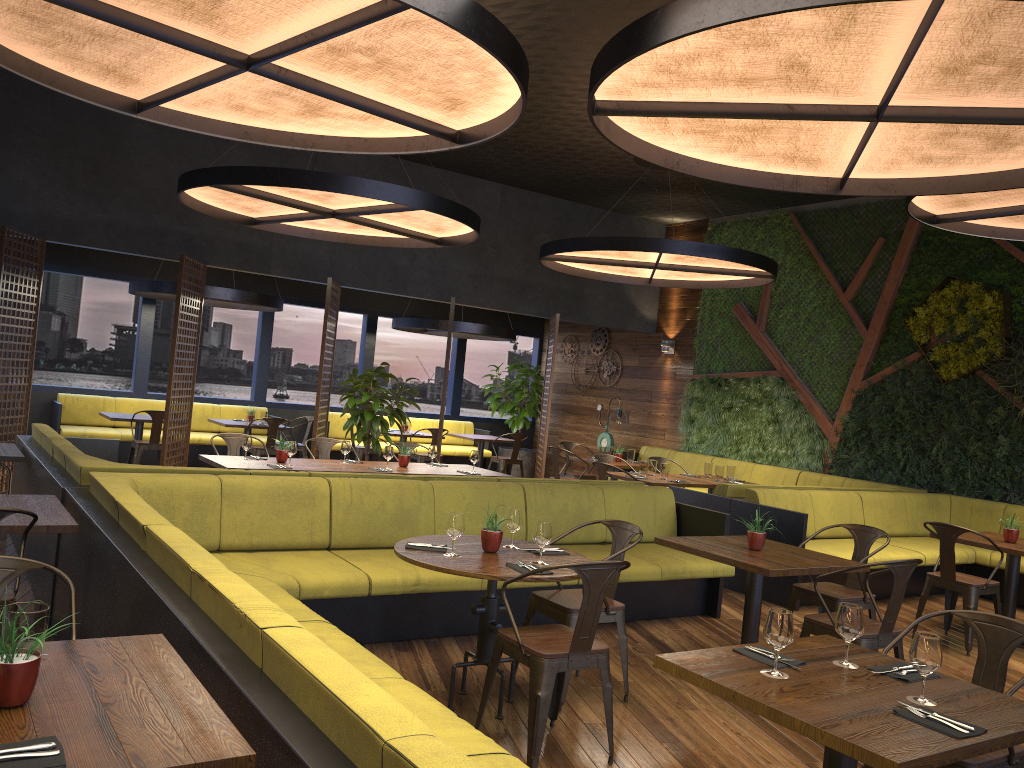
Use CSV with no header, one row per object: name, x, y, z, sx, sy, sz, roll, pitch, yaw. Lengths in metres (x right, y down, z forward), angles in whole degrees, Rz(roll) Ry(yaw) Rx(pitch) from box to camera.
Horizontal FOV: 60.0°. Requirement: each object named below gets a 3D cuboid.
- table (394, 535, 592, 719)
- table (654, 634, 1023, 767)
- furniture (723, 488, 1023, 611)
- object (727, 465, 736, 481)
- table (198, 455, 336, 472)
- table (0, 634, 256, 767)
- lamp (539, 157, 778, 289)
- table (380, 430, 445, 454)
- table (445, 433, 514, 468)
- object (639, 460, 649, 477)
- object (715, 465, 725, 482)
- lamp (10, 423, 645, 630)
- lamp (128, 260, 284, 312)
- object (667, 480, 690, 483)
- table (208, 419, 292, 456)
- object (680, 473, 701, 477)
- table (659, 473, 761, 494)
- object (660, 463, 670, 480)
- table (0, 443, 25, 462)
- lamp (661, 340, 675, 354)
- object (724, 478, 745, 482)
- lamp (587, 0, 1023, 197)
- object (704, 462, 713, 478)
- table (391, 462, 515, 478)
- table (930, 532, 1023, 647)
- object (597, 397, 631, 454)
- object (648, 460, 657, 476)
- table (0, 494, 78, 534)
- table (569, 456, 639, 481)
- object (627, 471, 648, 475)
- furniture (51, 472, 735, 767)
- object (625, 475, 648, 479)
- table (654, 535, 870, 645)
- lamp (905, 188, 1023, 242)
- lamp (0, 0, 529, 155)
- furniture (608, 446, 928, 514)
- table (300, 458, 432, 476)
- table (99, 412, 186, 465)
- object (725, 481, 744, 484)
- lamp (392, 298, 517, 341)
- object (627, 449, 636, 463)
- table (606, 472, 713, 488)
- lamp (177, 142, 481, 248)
table,-0.121,1.230,4.449,1.007,0.760,1.007,6,0,4
table,1.055,1.338,2.825,0.906,0.763,0.887,6,0,-34
furniture,4.573,1.622,7.012,3.372,0.914,4.503,6,0,-33
object,2.547,1.041,10.327,0.102,0.178,0.102,5,0,42
table,-2.125,1.049,7.541,0.906,0.763,0.887,6,0,-34
table,-1.204,1.114,2.038,0.887,0.763,0.906,6,0,-34
lamp,1.769,-2.011,10.544,2.778,1.362,2.778,5,0,21
table,-1.671,1.120,13.572,0.906,0.763,0.887,6,0,-34
table,-0.508,1.236,14.341,0.887,0.763,0.906,6,0,-34
object,1.441,0.931,9.717,0.102,0.178,0.102,5,0,42
object,2.363,1.023,10.103,0.102,0.178,0.102,6,0,2
lamp,-3.319,-0.053,6.209,9.057,2.714,3.017,6,0,-33
lamp,-4.012,-2.185,12.003,1.979,2.172,1.979,6,0,12
object,1.780,1.044,9.529,0.255,0.019,0.157,6,0,-34
table,-3.662,0.920,12.248,0.906,0.763,0.887,6,0,-34
object,2.129,1.082,10.506,0.157,0.019,0.255,6,0,-34
table,2.317,1.493,10.312,0.887,0.763,0.906,6,0,-34
object,1.658,0.952,9.634,0.102,0.178,0.102,6,0,2
table,-4.175,0.845,6.539,0.887,0.763,0.906,6,0,-34
lamp,2.453,-0.595,14.135,0.189,0.215,0.215,6,0,-33
object,2.642,1.131,10.457,0.157,0.019,0.255,6,0,-34
lamp,1.818,-1.958,4.242,2.778,1.475,2.778,5,0,16
object,2.321,1.020,10.482,0.102,0.178,0.102,5,0,42
table,-0.625,1.199,8.544,0.906,0.763,0.887,6,0,-34
table,3.954,1.638,7.026,0.887,0.763,0.906,6,0,-34
object,1.631,1.018,14.570,0.459,1.615,0.848,6,0,-33
object,1.579,0.946,9.989,0.102,0.178,0.102,5,0,42
table,-2.688,0.980,4.289,0.887,0.763,0.906,6,0,-34
table,1.345,1.405,11.691,0.887,0.763,0.906,6,0,-34
object,1.432,1.012,10.043,0.157,0.019,0.255,6,0,-34
furniture,-0.286,1.143,5.392,4.895,0.914,7.462,6,0,-38
object,1.330,1.000,9.586,0.157,0.019,0.255,6,0,-34
table,1.464,1.389,5.371,0.887,0.763,0.906,6,0,-34
lamp,4.472,-1.868,6.544,2.778,1.159,2.778,6,0,-43
lamp,-1.241,-2.255,4.395,2.778,1.475,2.778,6,0,-29
furniture,2.028,1.391,10.880,3.378,0.916,4.755,6,0,-33
table,-1.372,1.125,8.041,0.906,0.763,0.887,6,0,-34
table,-4.823,0.804,11.472,0.887,0.763,0.906,6,0,-34
object,2.532,1.119,10.072,0.157,0.019,0.255,6,0,-34
lamp,-0.819,-1.867,14.126,1.979,2.172,1.979,5,0,42
object,1.574,0.953,11.727,0.102,0.178,0.102,6,0,2
table,1.543,1.416,9.797,0.887,0.763,0.906,6,0,-34
lamp,-1.622,-2.274,8.390,2.778,1.475,2.778,6,0,-33
